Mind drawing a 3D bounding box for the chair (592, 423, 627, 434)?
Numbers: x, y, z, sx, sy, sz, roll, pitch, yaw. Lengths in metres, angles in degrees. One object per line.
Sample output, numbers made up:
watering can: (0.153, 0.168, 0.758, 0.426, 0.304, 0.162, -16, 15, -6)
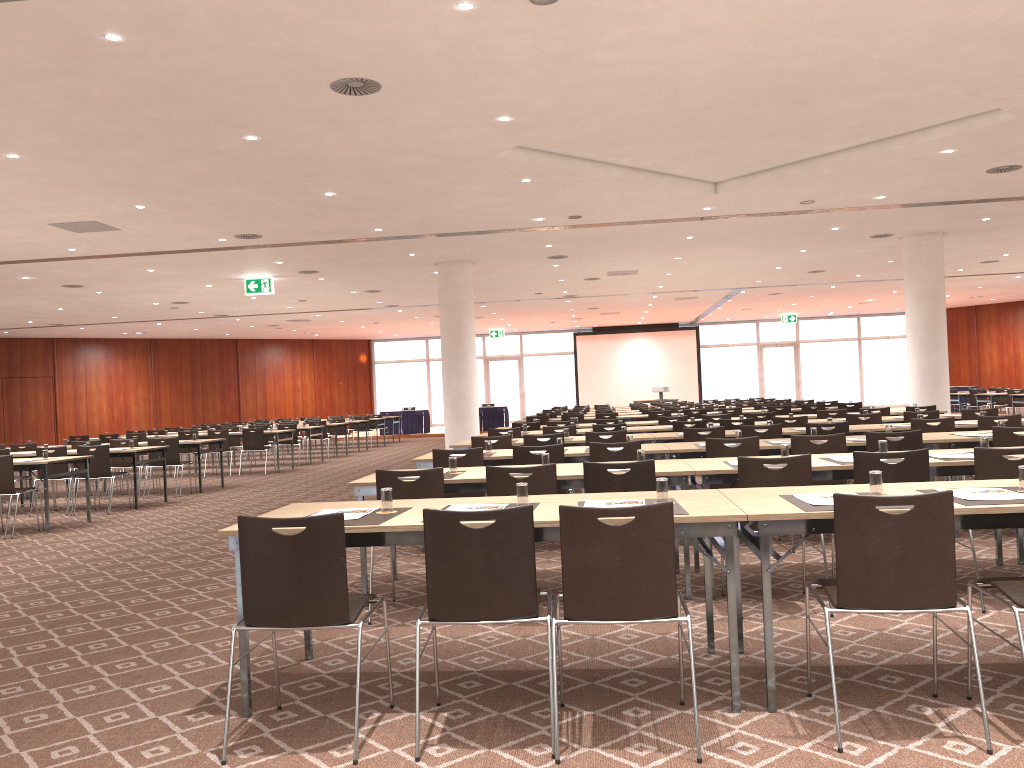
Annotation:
chair: (1.290, 0.977, 11.505, 0.535, 0.939, 0.614, -3, 0, 8)

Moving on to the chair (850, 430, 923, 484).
chair: (3.136, 0.846, 7.339, 0.535, 0.939, 0.613, -3, 0, 9)

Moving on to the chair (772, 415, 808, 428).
chair: (3.536, 0.874, 11.319, 0.535, 0.939, 0.614, -3, 0, 6)

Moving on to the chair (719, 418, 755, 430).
chair: (2.876, 0.904, 11.349, 0.535, 0.939, 0.614, -3, 0, 6)

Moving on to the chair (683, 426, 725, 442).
chair: (2.041, 0.920, 9.457, 0.535, 0.939, 0.614, -3, 0, 3)

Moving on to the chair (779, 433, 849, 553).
chair: (2.524, 0.874, 7.364, 0.535, 0.939, 0.614, -3, 0, 6)

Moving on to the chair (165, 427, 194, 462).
chair: (-8.342, 1.533, 22.096, 0.535, 0.939, 0.614, -3, 0, 7)

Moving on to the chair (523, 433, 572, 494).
chair: (0.369, 0.997, 9.587, 0.535, 0.939, 0.614, -3, 0, 4)

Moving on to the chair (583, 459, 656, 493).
chair: (0.691, 0.936, 5.570, 0.535, 0.939, 0.614, -3, 0, 7)

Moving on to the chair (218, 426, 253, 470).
chair: (-6.177, 1.408, 19.732, 0.535, 0.939, 0.613, -3, 0, 8)

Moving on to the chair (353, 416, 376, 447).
chair: (-4.303, 1.392, 25.717, 0.535, 0.939, 0.614, -3, 0, 4)

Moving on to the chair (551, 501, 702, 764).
chair: (0.431, 0.925, 3.551, 0.535, 0.939, 0.614, -3, 0, 5)

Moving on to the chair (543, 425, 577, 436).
chair: (0.643, 1.008, 11.604, 0.535, 0.939, 0.614, -3, 0, 4)

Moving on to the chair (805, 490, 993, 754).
chair: (1.487, 0.877, 3.524, 0.535, 0.939, 0.613, -3, 0, 8)

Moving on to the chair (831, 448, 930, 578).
chair: (2.299, 0.863, 5.454, 0.535, 0.939, 0.614, -3, 0, 7)

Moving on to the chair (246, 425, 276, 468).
chair: (-5.599, 1.383, 19.816, 0.535, 0.939, 0.614, -3, 0, 4)

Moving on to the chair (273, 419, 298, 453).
chair: (-6.601, 1.497, 25.803, 0.535, 0.939, 0.614, -3, 0, 7)

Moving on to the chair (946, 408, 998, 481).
chair: (5.803, 0.769, 11.095, 0.535, 0.939, 0.614, -3, 0, 6)

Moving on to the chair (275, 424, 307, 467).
chair: (-4.906, 1.349, 19.607, 0.535, 0.939, 0.614, -3, 0, 3)

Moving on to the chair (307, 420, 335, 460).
chair: (-4.701, 1.364, 21.737, 0.535, 0.939, 0.614, -3, 0, 4)

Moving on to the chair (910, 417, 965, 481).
chair: (4.336, 0.814, 9.230, 0.535, 0.939, 0.614, -3, 0, 5)

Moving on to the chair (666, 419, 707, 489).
chair: (2.295, 0.932, 11.483, 0.535, 0.939, 0.614, -3, 0, 3)

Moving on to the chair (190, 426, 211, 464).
chair: (-7.626, 1.499, 21.966, 0.535, 0.939, 0.614, -3, 0, 7)

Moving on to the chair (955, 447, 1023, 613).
chair: (2.959, 0.832, 5.347, 0.535, 0.939, 0.614, -3, 0, 4)

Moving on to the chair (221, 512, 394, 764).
chair: (-0.841, 0.983, 3.677, 0.535, 0.939, 0.614, -3, 0, 6)

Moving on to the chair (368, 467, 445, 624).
chair: (-0.601, 0.996, 5.698, 0.535, 0.939, 0.614, -3, 0, 7)

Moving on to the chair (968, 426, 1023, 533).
chair: (4.126, 0.801, 7.283, 0.535, 0.939, 0.614, -3, 0, 7)

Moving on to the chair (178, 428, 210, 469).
chair: (-7.192, 1.456, 19.914, 0.535, 0.939, 0.614, -3, 0, 4)

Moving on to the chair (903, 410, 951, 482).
chair: (5.092, 0.802, 11.130, 0.535, 0.939, 0.614, -3, 0, 3)

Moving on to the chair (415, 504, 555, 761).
chair: (-0.105, 0.950, 3.639, 0.535, 0.939, 0.614, -3, 0, 3)

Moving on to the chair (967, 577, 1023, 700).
chair: (2.140, 0.846, 3.418, 0.535, 0.939, 0.614, -3, 0, 5)

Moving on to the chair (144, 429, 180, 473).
chair: (-7.871, 1.486, 19.899, 0.536, 0.939, 0.613, -3, 0, 9)

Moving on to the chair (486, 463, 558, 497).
chair: (0.090, 0.964, 5.595, 0.535, 0.939, 0.614, -3, 0, 5)

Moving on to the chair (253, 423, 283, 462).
chair: (-6.012, 1.424, 21.807, 0.535, 0.939, 0.614, -3, 0, 5)

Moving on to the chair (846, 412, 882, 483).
chair: (4.445, 0.833, 11.271, 0.535, 0.939, 0.614, -3, 0, 7)

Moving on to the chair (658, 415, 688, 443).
chair: (2.443, 0.947, 13.401, 0.535, 0.939, 0.613, -3, 0, 8)

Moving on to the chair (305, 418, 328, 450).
chair: (-5.694, 1.456, 25.795, 0.535, 0.939, 0.614, -3, 0, 6)

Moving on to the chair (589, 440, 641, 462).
chair: (0.894, 0.950, 7.602, 0.535, 0.939, 0.614, -3, 0, 3)

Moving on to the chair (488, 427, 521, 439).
chair: (-0.064, 1.041, 11.716, 0.535, 0.939, 0.614, -3, 0, 6)

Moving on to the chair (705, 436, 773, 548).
chair: (1.855, 0.906, 7.465, 0.535, 0.939, 0.614, -3, 0, 8)

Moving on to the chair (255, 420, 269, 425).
chair: (-7.245, 1.528, 26.007, 0.536, 0.939, 0.613, -3, 0, 8)

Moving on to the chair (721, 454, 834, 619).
chair: (1.592, 0.894, 5.446, 0.535, 0.939, 0.614, -3, 0, 3)

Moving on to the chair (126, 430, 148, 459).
chair: (-8.423, 1.513, 20.095, 0.535, 0.939, 0.614, -3, 0, 4)

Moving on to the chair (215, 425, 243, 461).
chair: (-7.009, 1.469, 21.824, 0.535, 0.939, 0.614, -3, 0, 3)

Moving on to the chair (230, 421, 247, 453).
chair: (-7.927, 1.559, 26.015, 0.535, 0.939, 0.614, -3, 0, 3)

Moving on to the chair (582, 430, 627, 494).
chair: (1.025, 0.967, 9.599, 0.535, 0.939, 0.614, -3, 0, 3)

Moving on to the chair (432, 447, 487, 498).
chair: (-0.424, 1.010, 7.655, 0.535, 0.939, 0.614, -3, 0, 5)

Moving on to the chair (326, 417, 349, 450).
chair: (-5.073, 1.426, 25.652, 0.535, 0.939, 0.614, -3, 0, 3)

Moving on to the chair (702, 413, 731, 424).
chair: (3.079, 0.918, 13.373, 0.535, 0.939, 0.614, -3, 0, 5)

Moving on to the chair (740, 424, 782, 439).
chair: (2.633, 0.893, 9.440, 0.535, 0.939, 0.614, -3, 0, 3)

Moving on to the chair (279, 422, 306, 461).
chair: (-5.397, 1.395, 21.665, 0.535, 0.939, 0.614, -3, 0, 3)

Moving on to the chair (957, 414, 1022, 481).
chair: (5.002, 0.784, 9.207, 0.535, 0.939, 0.614, -3, 0, 4)

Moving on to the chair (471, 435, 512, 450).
chair: (-0.195, 1.023, 9.677, 0.535, 0.939, 0.614, -3, 0, 3)

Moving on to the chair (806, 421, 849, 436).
chair: (3.281, 0.862, 9.299, 0.535, 0.939, 0.614, -3, 0, 5)

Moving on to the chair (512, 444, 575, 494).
chair: (0.261, 0.979, 7.623, 0.535, 0.939, 0.614, -3, 0, 7)
